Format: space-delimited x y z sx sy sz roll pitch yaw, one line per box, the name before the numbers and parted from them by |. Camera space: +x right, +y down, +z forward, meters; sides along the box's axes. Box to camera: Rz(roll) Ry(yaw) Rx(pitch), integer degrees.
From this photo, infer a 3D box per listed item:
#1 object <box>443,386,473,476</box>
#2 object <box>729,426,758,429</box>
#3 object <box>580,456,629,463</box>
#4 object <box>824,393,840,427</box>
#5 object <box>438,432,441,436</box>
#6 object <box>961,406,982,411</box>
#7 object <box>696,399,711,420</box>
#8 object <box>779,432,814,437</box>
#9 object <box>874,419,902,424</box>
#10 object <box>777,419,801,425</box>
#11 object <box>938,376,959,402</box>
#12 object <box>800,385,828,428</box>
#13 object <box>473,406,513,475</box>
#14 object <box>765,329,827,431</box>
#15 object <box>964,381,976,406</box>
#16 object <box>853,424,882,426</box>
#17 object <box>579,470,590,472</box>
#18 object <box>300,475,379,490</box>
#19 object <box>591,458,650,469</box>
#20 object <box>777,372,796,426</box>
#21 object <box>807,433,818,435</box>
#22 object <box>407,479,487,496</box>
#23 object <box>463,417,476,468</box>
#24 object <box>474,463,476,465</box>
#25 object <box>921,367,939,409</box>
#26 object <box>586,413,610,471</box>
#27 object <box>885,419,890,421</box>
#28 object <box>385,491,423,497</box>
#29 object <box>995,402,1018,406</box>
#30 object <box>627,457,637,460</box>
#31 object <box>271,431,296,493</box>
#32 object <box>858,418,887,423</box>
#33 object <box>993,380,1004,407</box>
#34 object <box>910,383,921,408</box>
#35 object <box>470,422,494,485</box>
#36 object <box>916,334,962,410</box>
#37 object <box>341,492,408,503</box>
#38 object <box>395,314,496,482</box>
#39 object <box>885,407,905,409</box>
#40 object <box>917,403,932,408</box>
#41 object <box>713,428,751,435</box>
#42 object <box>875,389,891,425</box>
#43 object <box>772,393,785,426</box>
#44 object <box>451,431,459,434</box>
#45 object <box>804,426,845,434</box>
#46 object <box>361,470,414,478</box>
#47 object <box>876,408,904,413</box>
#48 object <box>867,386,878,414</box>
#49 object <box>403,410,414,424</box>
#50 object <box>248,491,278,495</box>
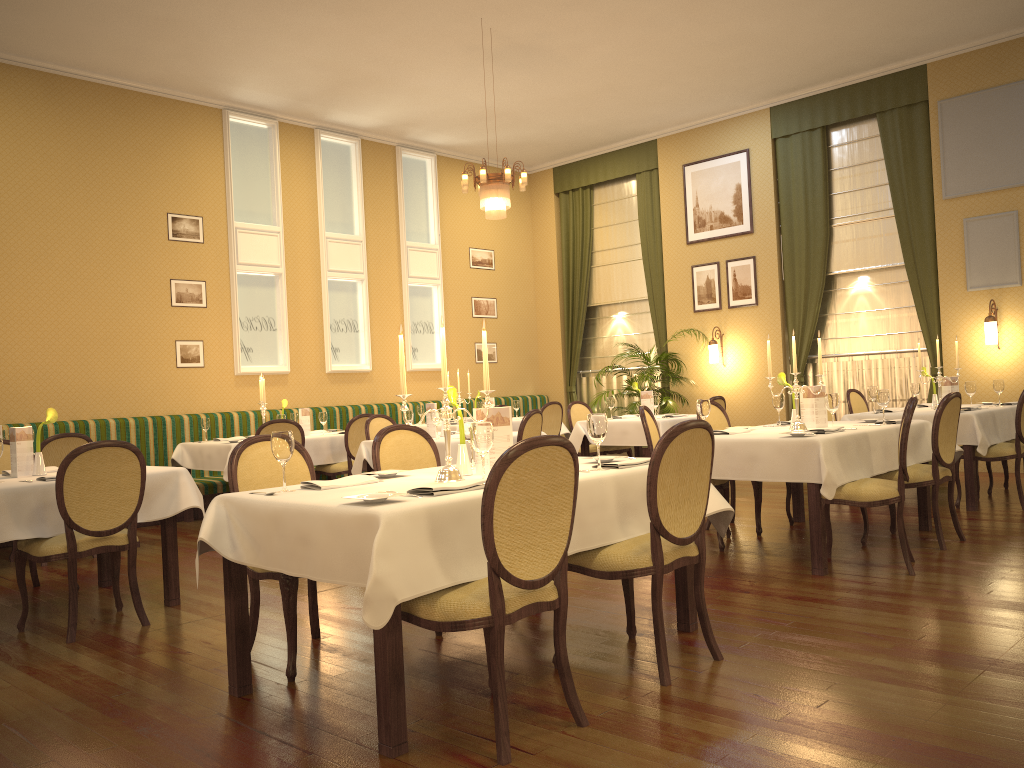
object | -0.226 0.192 3.700 0.076 0.375 0.163 -3 -1 -25
object | 1.535 0.299 5.919 0.160 0.024 0.160 -3 -1 44
object | 0.412 0.338 3.945 0.160 0.024 0.160 -3 -1 44
object | 1.955 0.170 5.406 0.088 0.229 0.088 -3 -1 -4
object | -0.683 0.420 7.333 0.142 0.033 0.273 -3 -1 44
object | 3.689 0.200 7.188 0.142 0.033 0.273 -3 -1 44
object | 1.196 0.209 5.523 0.088 0.229 0.088 -3 -1 2
object | 1.621 0.287 5.024 0.160 0.024 0.160 -3 -1 44
object | 2.537 0.250 5.903 0.142 0.024 0.273 -3 -1 44
object | 2.030 0.276 6.369 0.142 0.033 0.273 -3 -1 44
object | 3.819 0.075 7.735 0.166 0.277 0.081 -3 -1 15
object | 1.975 0.151 5.800 0.166 0.277 0.081 -3 -1 15
object | -0.087 0.235 3.635 0.166 0.277 0.081 -3 -1 15
object | 1.802 -0.029 5.633 0.390 0.655 0.131 -3 -1 -12
object | 3.798 0.095 7.341 0.088 0.229 0.088 -3 -1 2
object | 2.301 0.266 5.751 0.185 0.010 0.017 -3 -1 44
object | 0.239 0.350 3.587 0.185 0.010 0.017 -3 -1 44
object | -0.673 0.386 3.477 0.142 0.033 0.273 -3 -1 44
object | 0.475 0.334 3.739 0.142 0.024 0.273 -3 -1 44
object | 1.836 0.107 5.864 0.076 0.375 0.163 -3 -1 -25
object | 1.694 0.289 5.170 0.038 0.015 0.181 -2 -1 -45
object | -0.216 0.359 3.087 0.142 0.033 0.273 -3 -1 44
object | -0.186 0.266 4.065 0.088 0.229 0.088 -3 -1 2
object | -0.031 0.360 4.204 0.142 0.033 0.273 -3 -1 44
object | 3.679 0.032 7.800 0.076 0.375 0.163 -3 -1 -25
object | 0.349 0.235 3.593 0.088 0.229 0.088 -3 -1 2
object | 2.649 0.249 6.098 0.038 0.015 0.181 -2 -1 -45
object | -0.368 0.373 3.006 0.038 0.015 0.181 -2 -1 -45
object | 4.381 0.175 7.839 0.142 0.024 0.273 -3 -1 44
object | 0.587 0.333 3.933 0.038 0.015 0.181 -2 -1 -45
object | -0.866 0.294 3.358 0.088 0.229 0.088 -3 -1 2
object | 2.473 0.254 6.110 0.160 0.024 0.160 -3 -1 44
object | 4.187 0.078 7.623 0.088 0.229 0.088 -3 -1 2
object | 3.719 0.106 8.165 0.088 0.229 0.088 -3 -1 2
object | -0.107 0.255 3.241 0.088 0.229 0.088 -3 -1 -4
object | 3.646 -0.105 7.568 0.390 0.655 0.131 -3 -1 9
object | -0.441 0.371 2.859 0.160 0.024 0.160 -3 -1 44
object | -0.259 0.055 3.468 0.390 0.655 0.131 -3 -1 -12
object | 3.378 0.224 7.855 0.160 0.024 0.160 -3 -1 44
object | 3.874 0.200 8.305 0.142 0.033 0.273 -3 -1 44
object | 1.388 0.302 5.641 0.142 0.033 0.273 -3 -1 44
object | 2.410 0.151 5.758 0.088 0.229 0.088 -3 -1 2
object | 1.876 0.182 6.229 0.088 0.229 0.088 -3 -1 2
object | -0.520 0.416 7.549 0.160 0.024 0.160 -3 -1 44
object | 1.845 0.275 5.252 0.142 0.033 0.273 -3 -1 44
object | -0.527 0.383 3.754 0.160 0.024 0.160 -3 -1 44
object | 3.232 0.226 7.577 0.142 0.033 0.273 -3 -1 44
object | 3.040 0.134 7.458 0.088 0.229 0.088 -3 -1 2
object | -0.838 0.326 7.193 0.088 0.229 0.088 -3 -1 -4
object | -0.925 0.403 3.297 0.038 0.015 0.181 -2 -1 -45
